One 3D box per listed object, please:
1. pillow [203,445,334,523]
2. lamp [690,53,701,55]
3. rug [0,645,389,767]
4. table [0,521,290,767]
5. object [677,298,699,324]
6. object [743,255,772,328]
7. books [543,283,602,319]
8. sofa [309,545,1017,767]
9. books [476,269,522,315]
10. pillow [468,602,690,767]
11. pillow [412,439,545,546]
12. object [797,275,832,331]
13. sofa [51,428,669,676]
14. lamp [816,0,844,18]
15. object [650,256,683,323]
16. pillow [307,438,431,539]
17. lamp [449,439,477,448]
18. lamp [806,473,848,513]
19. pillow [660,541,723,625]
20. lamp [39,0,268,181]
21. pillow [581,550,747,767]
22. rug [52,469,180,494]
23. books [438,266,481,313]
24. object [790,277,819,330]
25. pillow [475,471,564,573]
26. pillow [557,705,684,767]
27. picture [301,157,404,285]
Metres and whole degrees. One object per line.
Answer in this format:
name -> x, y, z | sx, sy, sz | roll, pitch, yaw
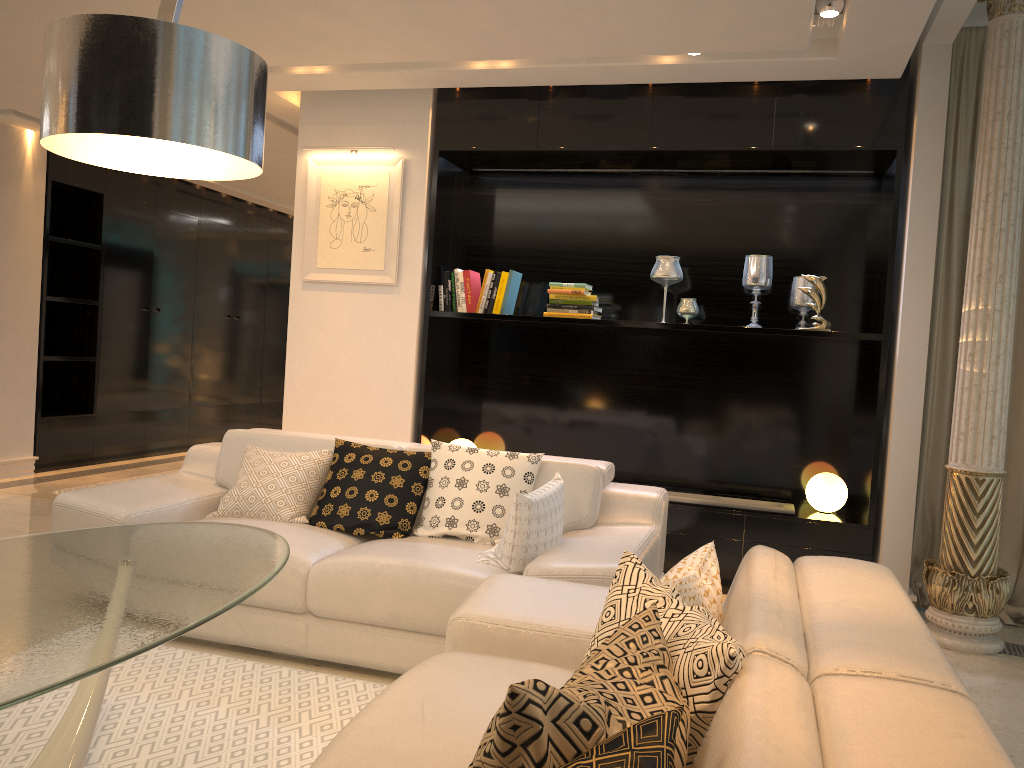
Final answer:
pillow -> -1.054, 0.441, 3.890 | 0.521, 0.329, 0.351 | 4, 2, 16
lamp -> 0.860, -1.615, 4.169 | 0.107, 0.127, 0.107 | 4, 2, -3
rug -> -1.222, 1.046, 1.843 | 1.661, 0.020, 2.900 | 4, 2, 16
table -> -1.187, 0.751, 1.854 | 0.999, 0.565, 2.140 | 4, 2, 15
object -> 0.977, -0.398, 4.936 | 0.119, 0.154, 0.119 | 5, 2, 26
object -> 1.361, -0.497, 4.942 | 0.156, 0.426, 0.156 | 4, 2, 21
books -> 0.355, -0.467, 5.067 | 0.296, 0.197, 0.260 | 4, 2, 18
sofa -> 0.131, 0.772, 1.483 | 1.145, 0.754, 2.328 | 4, 2, 16
books -> -0.076, -0.527, 5.164 | 0.210, 0.261, 0.212 | 4, 2, 16
pillow -> 0.105, 0.567, 1.296 | 0.301, 0.436, 0.575 | 4, 2, 22
pillow -> -0.159, 0.456, 3.690 | 0.526, 0.399, 0.255 | 4, 2, 16
object -> 1.577, -0.419, 4.618 | 0.182, 0.293, 0.116 | 4, 2, 13
sofa -> -0.577, 0.649, 3.720 | 2.328, 0.754, 1.145 | 4, 2, 16
lamp -> 1.313, -1.581, 3.658 | 0.107, 0.127, 0.107 | 4, 2, -3
object -> 0.862, -0.521, 4.979 | 0.181, 0.381, 0.181 | 4, 2, 10
pillow -> -0.610, 0.439, 3.774 | 0.524, 0.355, 0.323 | 4, 2, 16
lamp -> -0.305, 0.436, 5.343 | 0.212, 0.214, 0.213 | 2, 2, -35
lamp -> 1.694, 0.584, 4.775 | 0.213, 0.214, 0.212 | 3, 2, -24
pillow -> 0.344, 0.565, 1.973 | 0.222, 0.380, 0.463 | 4, 2, 20
lamp -> 0.079, -0.117, 1.481 | 2.009, 2.519, 0.393 | 4, 2, 16
pillow -> 0.262, 0.572, 1.583 | 0.288, 0.429, 0.587 | 3, 2, -9
rug -> -1.852, 0.775, 8.473 | 1.526, 0.015, 5.025 | 4, 2, 16
books -> -0.299, -0.548, 5.223 | 0.240, 0.270, 0.208 | 4, 2, 16
object -> 1.604, -0.424, 4.867 | 0.147, 0.317, 0.147 | 4, 2, 18
pillow -> 0.048, 0.509, 3.367 | 0.281, 0.325, 0.521 | 5, 2, 25
pillow -> -0.030, 0.571, 0.916 | 0.575, 0.436, 0.301 | 2, 3, -43
picture -> -0.928, -0.953, 5.159 | 0.610, 0.729, 0.027 | 4, 2, 16
